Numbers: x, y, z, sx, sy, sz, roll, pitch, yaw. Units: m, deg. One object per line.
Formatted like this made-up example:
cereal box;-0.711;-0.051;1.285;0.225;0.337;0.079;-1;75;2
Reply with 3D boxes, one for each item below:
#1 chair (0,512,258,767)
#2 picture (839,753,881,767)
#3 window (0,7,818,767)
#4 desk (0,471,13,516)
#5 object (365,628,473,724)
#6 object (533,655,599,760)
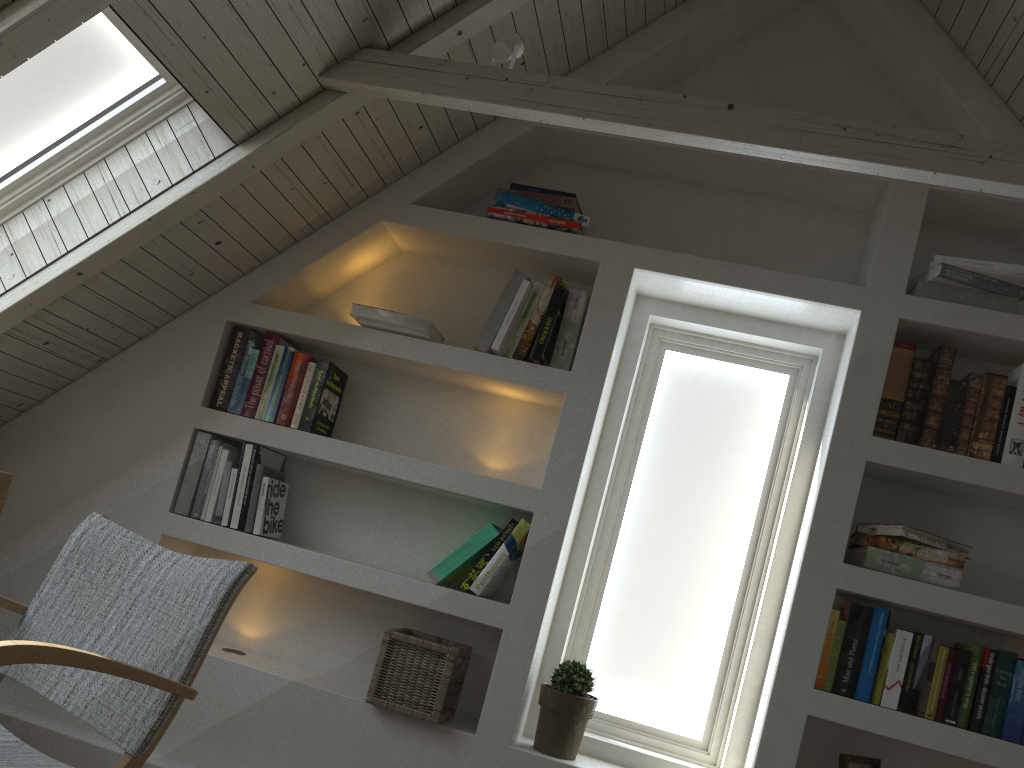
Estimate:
chair;-0.866;0.567;1.354;0.545;0.781;0.574;9;-9;37
picture;0.808;1.008;2.139;0.177;0.220;0.125;21;-9;-37
window;-0.591;-0.089;1.794;3.115;1.356;1.415;17;-9;-10
desk;-1.601;0.391;1.486;0.375;0.793;1.354;14;-10;13
object;-0.250;0.794;2.409;0.203;0.198;0.209;13;-9;12
object;0.147;0.858;2.361;0.159;0.267;0.162;14;-7;5
